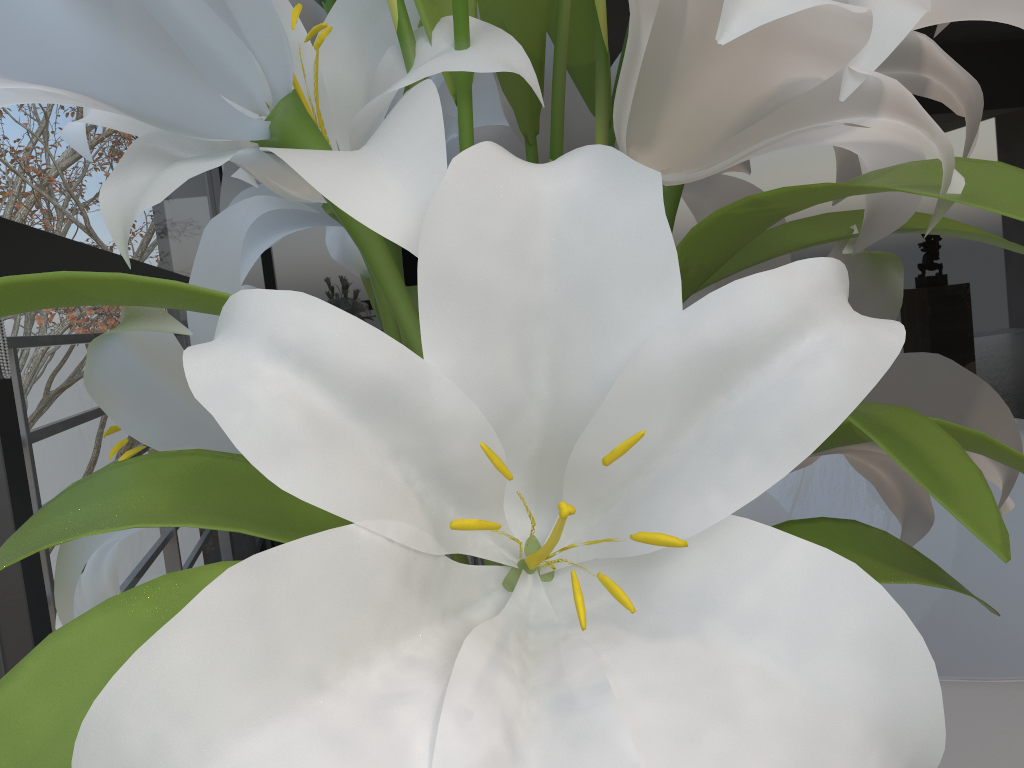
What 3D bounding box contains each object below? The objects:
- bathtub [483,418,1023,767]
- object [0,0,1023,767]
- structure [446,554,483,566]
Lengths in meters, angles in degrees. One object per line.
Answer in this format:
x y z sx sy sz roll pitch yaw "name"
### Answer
0.626 0.433 1.713 1.328 0.504 1.959 -8 5 -11 "bathtub"
0.001 -0.004 0.381 0.459 0.795 0.450 -5 5 17 "object"
0.007 0.324 1.628 0.330 0.884 0.402 -7 5 -11 "structure"
